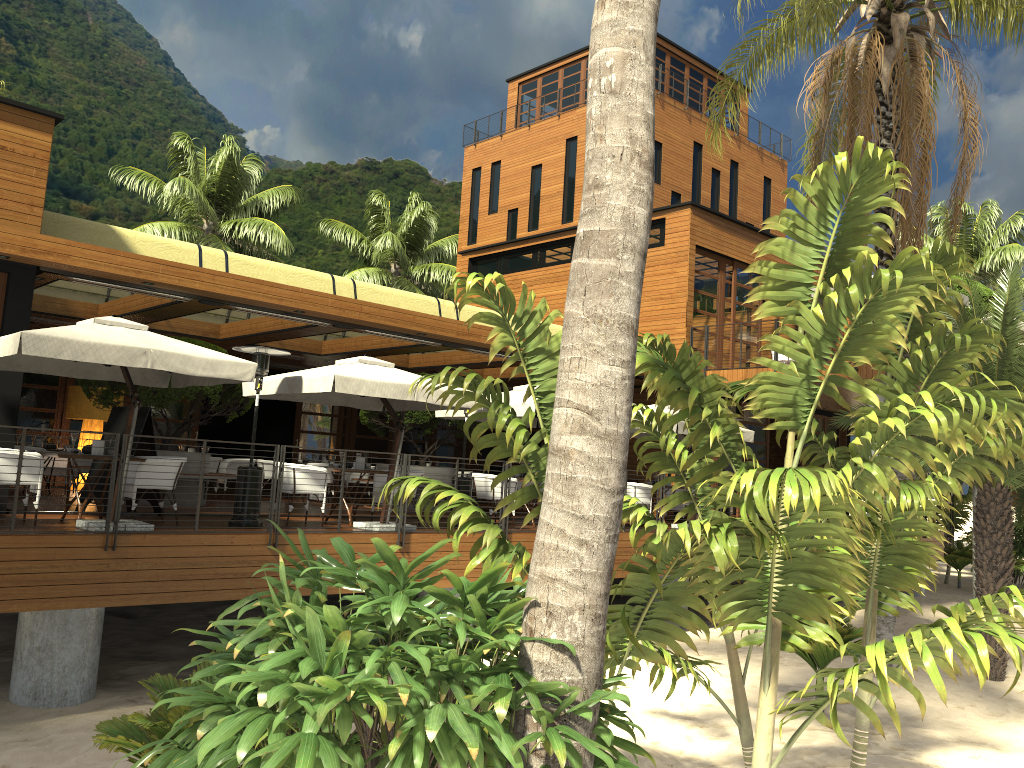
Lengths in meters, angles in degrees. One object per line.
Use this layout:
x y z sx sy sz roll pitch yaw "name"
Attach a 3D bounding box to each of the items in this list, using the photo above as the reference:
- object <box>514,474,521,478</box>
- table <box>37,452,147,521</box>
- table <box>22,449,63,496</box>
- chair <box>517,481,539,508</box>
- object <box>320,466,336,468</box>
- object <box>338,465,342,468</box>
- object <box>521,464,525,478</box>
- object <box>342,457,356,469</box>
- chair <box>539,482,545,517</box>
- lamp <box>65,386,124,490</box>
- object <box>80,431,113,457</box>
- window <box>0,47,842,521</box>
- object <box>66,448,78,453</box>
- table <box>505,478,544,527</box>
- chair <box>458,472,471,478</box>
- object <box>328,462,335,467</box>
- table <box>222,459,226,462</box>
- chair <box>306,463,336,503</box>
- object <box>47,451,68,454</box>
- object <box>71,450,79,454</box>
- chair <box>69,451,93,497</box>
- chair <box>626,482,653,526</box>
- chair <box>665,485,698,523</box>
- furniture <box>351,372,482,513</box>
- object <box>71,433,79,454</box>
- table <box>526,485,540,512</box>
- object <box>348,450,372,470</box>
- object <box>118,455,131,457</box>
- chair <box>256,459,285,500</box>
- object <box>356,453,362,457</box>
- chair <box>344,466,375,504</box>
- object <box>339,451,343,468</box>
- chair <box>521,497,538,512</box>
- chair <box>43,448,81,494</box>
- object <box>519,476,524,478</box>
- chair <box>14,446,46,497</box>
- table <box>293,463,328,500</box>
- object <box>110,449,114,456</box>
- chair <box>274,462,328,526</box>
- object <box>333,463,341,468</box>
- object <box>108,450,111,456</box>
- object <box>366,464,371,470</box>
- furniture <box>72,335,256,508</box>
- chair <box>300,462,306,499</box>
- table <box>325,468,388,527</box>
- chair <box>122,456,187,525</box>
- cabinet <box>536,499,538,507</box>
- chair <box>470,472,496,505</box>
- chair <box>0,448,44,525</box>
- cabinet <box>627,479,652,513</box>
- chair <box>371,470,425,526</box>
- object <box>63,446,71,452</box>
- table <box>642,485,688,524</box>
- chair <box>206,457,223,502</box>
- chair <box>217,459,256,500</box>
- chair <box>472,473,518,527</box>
0.088 1.484 14.284 0.116 0.065 0.116 9 -8 -44 "object"
-4.700 1.160 9.775 0.930 0.751 0.931 9 -8 -42 "table"
-7.825 1.451 14.636 1.166 0.751 1.163 2 -6 16 "table"
0.257 2.237 17.847 0.627 0.790 0.615 3 -6 3 "chair"
-2.453 1.113 11.874 0.170 0.025 0.294 9 -8 -42 "object"
-2.301 1.121 11.943 0.080 0.042 0.080 3 -6 9 "object"
0.174 1.391 14.144 0.082 0.227 0.082 9 -9 -41 "object"
-2.261 1.080 12.209 0.167 0.179 0.163 9 -8 -40 "object"
0.839 1.981 14.892 0.616 0.790 0.627 9 -8 -41 "chair"
-8.023 1.083 16.895 0.973 2.015 0.971 0 -7 27 "lamp"
-4.520 0.656 9.719 0.263 0.264 0.263 3 -6 2 "object"
1.136 -5.732 24.345 14.490 18.001 38.334 1 -6 24 "window"
-4.834 0.739 9.742 0.116 0.065 0.116 8 -8 -38 "object"
0.240 1.908 14.332 0.930 0.751 0.931 9 -8 -42 "table"
-1.237 2.418 20.600 0.617 0.790 0.626 3 -6 3 "chair"
-2.456 1.103 12.087 0.086 0.086 0.086 8 -8 -38 "object"
-5.988 1.754 16.585 1.166 0.751 1.163 2 -6 16 "table"
-3.801 1.979 17.718 0.627 0.790 0.616 6 -7 -22 "chair"
-4.918 0.740 9.599 0.170 0.025 0.294 9 -8 -42 "object"
-4.766 0.747 9.669 0.080 0.042 0.080 -1 -7 38 "object"
-6.961 1.496 14.754 0.616 0.790 0.626 5 -6 -12 "chair"
2.181 2.188 16.164 0.616 0.790 0.627 9 -8 -41 "chair"
3.331 2.359 17.191 0.616 0.790 0.627 9 -8 -41 "chair"
-1.785 1.149 17.735 2.615 2.728 2.689 -1 -8 38 "furniture"
-4.749 0.646 9.603 0.082 0.227 0.082 9 -9 -41 "object"
0.284 2.343 18.713 1.164 0.751 1.165 8 -7 -37 "table"
-2.055 1.029 11.993 0.263 0.264 0.263 3 -6 2 "object"
-4.458 0.819 10.116 0.170 0.025 0.294 9 -8 -42 "object"
-4.959 1.954 18.178 0.616 0.790 0.626 6 -7 -22 "chair"
-2.149 1.080 12.413 0.082 0.227 0.082 -1 -8 36 "object"
-3.237 2.114 18.742 0.616 0.790 0.626 6 -7 -22 "chair"
-2.284 1.019 11.877 0.082 0.227 0.082 9 -9 -41 "object"
0.470 2.412 19.485 0.627 0.790 0.615 3 -6 3 "chair"
-7.918 1.510 15.484 0.627 0.790 0.615 5 -6 -12 "chair"
0.157 1.493 14.210 0.080 0.042 0.080 3 -6 9 "object"
-7.697 1.362 13.844 0.627 0.790 0.615 5 -6 -12 "chair"
-4.012 2.064 18.517 1.166 0.751 1.163 0 -7 27 "table"
-4.448 0.768 9.913 0.086 0.086 0.086 8 -8 -38 "object"
-2.803 1.433 11.566 0.616 0.790 0.627 9 -8 -41 "chair"
-2.369 1.112 12.017 0.116 0.065 0.116 9 -8 -44 "object"
-4.538 0.780 9.978 0.116 0.065 0.116 8 -8 -38 "object"
-1.983 1.141 12.188 0.086 0.086 0.086 8 -8 -38 "object"
-5.613 0.579 14.298 2.569 2.728 2.713 2 -6 12 "furniture"
-4.305 2.104 19.296 0.627 0.790 0.616 6 -7 -22 "chair"
-2.230 1.534 12.053 0.930 0.751 0.931 9 -8 -42 "table"
-4.155 1.225 10.285 0.616 0.790 0.627 9 -8 -41 "chair"
1.287 2.606 21.167 0.556 0.839 1.610 9 -8 -42 "cabinet"
-0.599 2.275 18.750 0.617 0.790 0.626 3 -6 3 "chair"
-5.306 1.054 9.258 0.616 0.790 0.627 9 -8 -41 "chair"
2.393 2.557 19.982 0.556 0.839 1.610 9 -8 -42 "cabinet"
-1.611 1.611 12.633 0.616 0.790 0.627 9 -8 -41 "chair"
-4.921 0.730 9.813 0.086 0.086 0.086 8 -8 -38 "object"
2.716 2.283 16.616 0.930 0.751 0.931 9 -8 -42 "table"
-5.548 1.689 15.845 0.626 0.790 0.616 8 -8 -36 "chair"
-5.270 1.818 16.982 0.616 0.790 0.627 8 -8 -36 "chair"
-0.311 1.811 13.865 0.616 0.790 0.627 9 -8 -41 "chair"
